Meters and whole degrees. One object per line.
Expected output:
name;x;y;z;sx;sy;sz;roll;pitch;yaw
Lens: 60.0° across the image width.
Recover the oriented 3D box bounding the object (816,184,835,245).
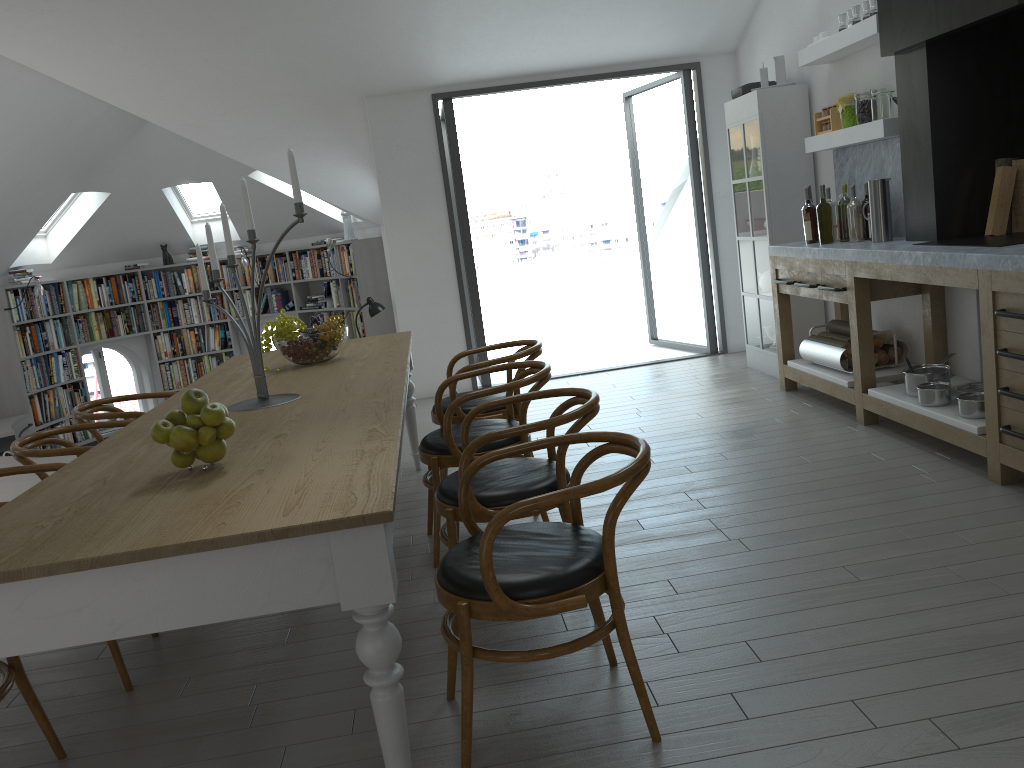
object;1.858;-1.004;5.271;0.092;0.357;0.093;0;11;39

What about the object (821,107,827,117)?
object;1.978;-1.707;5.579;0.058;0.075;0.059;-4;10;19

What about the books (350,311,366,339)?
books;-1.624;-0.678;10.216;0.276;0.346;1.024;-11;11;-19

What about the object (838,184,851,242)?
object;1.971;-1.008;5.230;0.092;0.337;0.092;-5;9;13

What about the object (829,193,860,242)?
object;2.026;-1.020;5.392;0.183;0.285;0.185;-4;10;19

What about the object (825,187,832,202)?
object;2.000;-1.070;5.580;0.085;0.329;0.085;-7;9;4

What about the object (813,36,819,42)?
object;1.911;-2.129;5.511;0.057;0.061;0.058;-8;10;-5

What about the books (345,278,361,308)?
books;-1.682;-1.053;10.162;0.280;0.356;1.055;-11;11;-18

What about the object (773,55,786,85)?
object;1.830;-2.127;6.051;0.072;0.210;0.071;-5;9;19

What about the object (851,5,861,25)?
object;1.938;-2.067;4.989;0.064;0.124;0.068;-9;9;-11

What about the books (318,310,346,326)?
books;-2.190;-0.743;10.964;0.973;0.350;0.253;0;12;37

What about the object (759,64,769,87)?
object;1.732;-2.113;6.089;0.054;0.195;0.054;-4;9;20

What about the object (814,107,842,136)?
object;1.992;-1.635;5.521;0.120;0.145;0.238;-8;10;-4

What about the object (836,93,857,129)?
object;1.997;-1.615;5.258;0.128;0.198;0.164;-9;9;-10

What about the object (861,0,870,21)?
object;1.962;-2.053;4.896;0.064;0.124;0.068;-9;9;-11

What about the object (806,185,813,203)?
object;1.901;-1.084;5.647;0.085;0.358;0.089;-5;9;17

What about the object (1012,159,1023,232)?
object;2.479;-0.901;4.276;0.130;0.365;0.072;-5;9;14

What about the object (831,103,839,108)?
object;1.991;-1.685;5.447;0.058;0.075;0.059;-4;10;19

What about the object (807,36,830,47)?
object;1.919;-2.095;5.441;0.113;0.024;0.296;-8;10;-4

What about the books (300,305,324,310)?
books;-2.397;-0.983;11.142;0.388;0.042;0.367;0;13;35

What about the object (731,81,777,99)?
object;1.760;-2.084;6.389;0.299;0.119;0.300;-8;10;-4

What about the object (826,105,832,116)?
object;1.985;-1.696;5.513;0.058;0.075;0.059;-4;10;19

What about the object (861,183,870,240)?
object;2.072;-1.003;5.153;0.085;0.329;0.085;-7;9;4

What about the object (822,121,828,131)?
object;1.989;-1.623;5.592;0.058;0.075;0.059;-4;10;19

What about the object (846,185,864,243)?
object;1.966;-0.975;5.088;0.085;0.329;0.085;-7;9;4

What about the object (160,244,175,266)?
object;-4.316;-1.620;11.105;0.147;0.264;0.202;-9;9;-8

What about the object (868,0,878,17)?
object;1.962;-2.036;4.804;0.064;0.124;0.068;-9;9;-11

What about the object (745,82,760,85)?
object;1.757;-2.103;6.386;0.170;0.119;0.171;-8;10;-4

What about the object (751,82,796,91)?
object;1.795;-2.029;6.085;0.294;0.024;0.151;-4;11;19

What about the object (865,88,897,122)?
object;2.044;-1.536;4.851;0.207;0.177;0.104;-5;10;17

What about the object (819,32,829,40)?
object;1.916;-2.122;5.437;0.054;0.071;0.054;-8;9;-5

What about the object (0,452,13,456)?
object;-4.660;0.671;8.033;0.219;0.082;0.473;-16;14;-41

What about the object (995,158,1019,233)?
object;2.427;-0.920;4.342;0.131;0.365;0.068;-6;9;9

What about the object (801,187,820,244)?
object;1.836;-1.034;5.466;0.093;0.357;0.093;-3;10;29

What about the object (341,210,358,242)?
object;-1.908;-1.891;10.260;0.179;0.470;0.180;-7;9;4

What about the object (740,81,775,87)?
object;1.758;-2.093;6.388;0.238;0.119;0.239;-8;10;-4

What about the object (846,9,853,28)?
object;1.945;-2.084;5.074;0.064;0.124;0.068;-9;9;-11

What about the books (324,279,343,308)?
books;-2.068;-1.120;10.807;0.553;0.349;0.257;1;13;41

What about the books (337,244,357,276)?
books;-1.735;-1.430;10.115;0.293;0.360;1.016;-11;11;-22

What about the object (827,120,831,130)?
object;1.996;-1.612;5.526;0.058;0.075;0.059;-4;10;19

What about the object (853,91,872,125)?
object;2.020;-1.575;5.062;0.120;0.182;0.120;-6;9;10

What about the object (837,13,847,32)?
object;1.934;-2.102;5.184;0.064;0.124;0.068;-9;9;-11

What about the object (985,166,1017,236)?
object;2.360;-0.882;4.283;0.148;0.334;0.081;-10;9;-14
